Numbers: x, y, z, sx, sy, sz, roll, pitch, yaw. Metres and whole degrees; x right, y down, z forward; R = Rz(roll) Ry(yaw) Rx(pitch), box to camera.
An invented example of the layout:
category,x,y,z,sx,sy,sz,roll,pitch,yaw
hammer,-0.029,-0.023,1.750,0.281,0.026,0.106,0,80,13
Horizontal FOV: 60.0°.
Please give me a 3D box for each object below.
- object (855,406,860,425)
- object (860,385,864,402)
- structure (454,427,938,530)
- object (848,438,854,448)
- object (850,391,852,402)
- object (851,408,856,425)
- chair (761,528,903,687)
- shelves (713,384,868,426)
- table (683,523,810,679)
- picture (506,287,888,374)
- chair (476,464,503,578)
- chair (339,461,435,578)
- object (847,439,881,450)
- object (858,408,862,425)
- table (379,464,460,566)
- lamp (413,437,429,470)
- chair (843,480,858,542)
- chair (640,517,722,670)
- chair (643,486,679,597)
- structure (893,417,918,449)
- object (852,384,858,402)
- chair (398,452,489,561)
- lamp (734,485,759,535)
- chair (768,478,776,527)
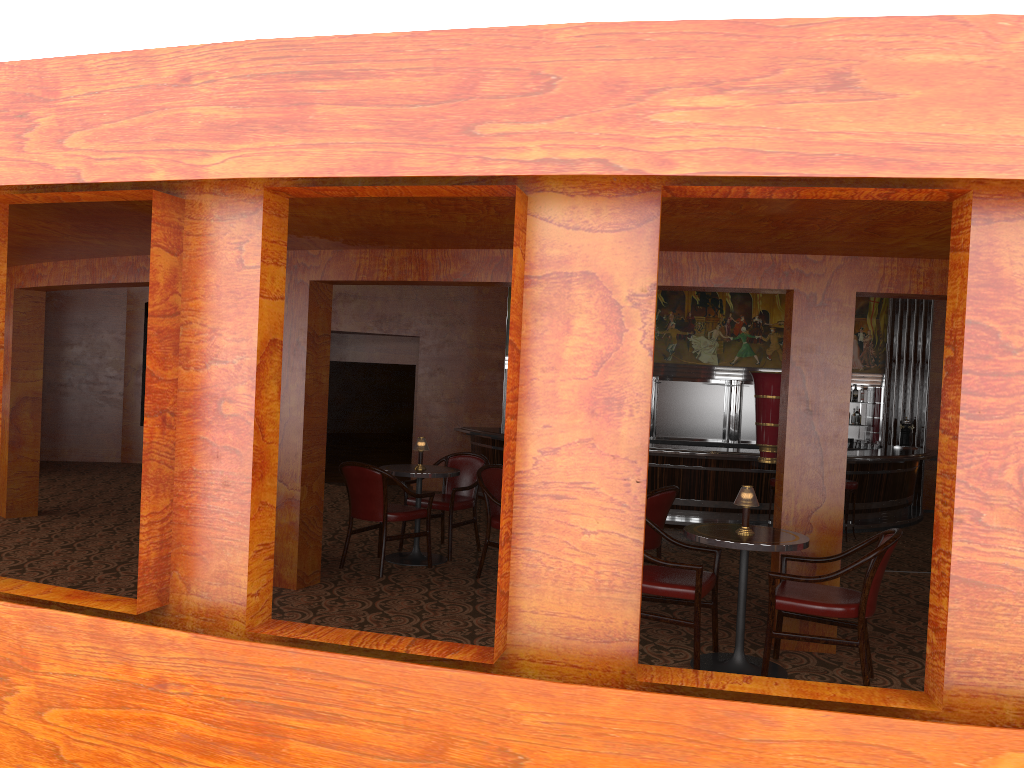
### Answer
category,x,y,z,sx,sy,sz,roll,pitch,yaw
object,5.696,0.523,14.642,0.078,0.305,0.078,3,1,12
object,5.758,0.158,14.577,0.067,0.283,0.067,3,1,10
structure,2.973,1.396,12.947,7.810,1.047,3.206,3,1,-2
object,5.514,0.968,14.557,0.169,0.156,0.195,3,1,23
object,5.595,0.163,14.719,0.090,0.256,0.090,3,1,5
object,5.625,0.536,14.595,0.080,0.272,0.080,3,1,2
chair,1.636,1.116,4.525,0.615,0.817,0.588,3,1,23
shelves,4.550,0.346,14.621,2.594,0.568,0.339,3,1,-2
table,1.210,1.143,4.667,0.639,0.720,0.640,3,1,28
picture,3.041,-0.978,14.511,6.254,1.323,0.001,3,1,-2
chair,0.048,1.024,6.509,0.615,0.817,0.588,4,1,38
chair,-0.977,0.974,6.630,0.587,0.817,0.615,3,1,33
object,5.331,0.970,14.638,1.425,0.135,0.403,3,1,4
object,5.765,0.542,14.731,0.080,0.272,0.080,3,1,-3
table,-0.745,1.030,7.020,0.640,0.720,0.639,3,1,-12
lamp,-0.720,0.546,7.004,0.130,0.250,0.130,3,1,6
chair,4.235,1.615,11.387,0.350,0.756,0.350,4,1,40
chair,0.790,1.073,4.829,0.615,0.817,0.588,3,1,23
chair,0.786,1.063,5.995,0.615,0.817,0.588,4,1,38
structure,6.323,0.795,14.237,0.360,0.540,0.280,3,1,18
object,5.635,0.148,14.554,0.090,0.293,0.090,3,1,32
chair,-0.530,0.989,7.411,0.587,0.817,0.615,3,1,33
lamp,1.229,0.658,4.654,0.130,0.250,0.130,2,1,-35
chair,3.422,1.578,11.200,0.350,0.756,0.350,2,1,-28
